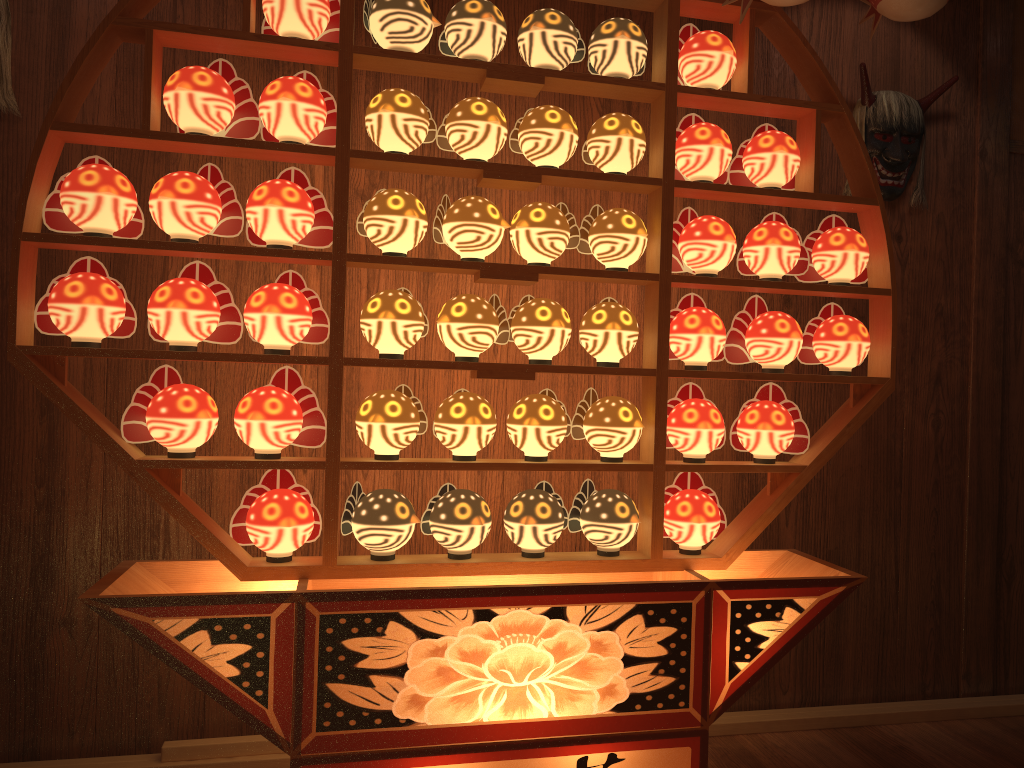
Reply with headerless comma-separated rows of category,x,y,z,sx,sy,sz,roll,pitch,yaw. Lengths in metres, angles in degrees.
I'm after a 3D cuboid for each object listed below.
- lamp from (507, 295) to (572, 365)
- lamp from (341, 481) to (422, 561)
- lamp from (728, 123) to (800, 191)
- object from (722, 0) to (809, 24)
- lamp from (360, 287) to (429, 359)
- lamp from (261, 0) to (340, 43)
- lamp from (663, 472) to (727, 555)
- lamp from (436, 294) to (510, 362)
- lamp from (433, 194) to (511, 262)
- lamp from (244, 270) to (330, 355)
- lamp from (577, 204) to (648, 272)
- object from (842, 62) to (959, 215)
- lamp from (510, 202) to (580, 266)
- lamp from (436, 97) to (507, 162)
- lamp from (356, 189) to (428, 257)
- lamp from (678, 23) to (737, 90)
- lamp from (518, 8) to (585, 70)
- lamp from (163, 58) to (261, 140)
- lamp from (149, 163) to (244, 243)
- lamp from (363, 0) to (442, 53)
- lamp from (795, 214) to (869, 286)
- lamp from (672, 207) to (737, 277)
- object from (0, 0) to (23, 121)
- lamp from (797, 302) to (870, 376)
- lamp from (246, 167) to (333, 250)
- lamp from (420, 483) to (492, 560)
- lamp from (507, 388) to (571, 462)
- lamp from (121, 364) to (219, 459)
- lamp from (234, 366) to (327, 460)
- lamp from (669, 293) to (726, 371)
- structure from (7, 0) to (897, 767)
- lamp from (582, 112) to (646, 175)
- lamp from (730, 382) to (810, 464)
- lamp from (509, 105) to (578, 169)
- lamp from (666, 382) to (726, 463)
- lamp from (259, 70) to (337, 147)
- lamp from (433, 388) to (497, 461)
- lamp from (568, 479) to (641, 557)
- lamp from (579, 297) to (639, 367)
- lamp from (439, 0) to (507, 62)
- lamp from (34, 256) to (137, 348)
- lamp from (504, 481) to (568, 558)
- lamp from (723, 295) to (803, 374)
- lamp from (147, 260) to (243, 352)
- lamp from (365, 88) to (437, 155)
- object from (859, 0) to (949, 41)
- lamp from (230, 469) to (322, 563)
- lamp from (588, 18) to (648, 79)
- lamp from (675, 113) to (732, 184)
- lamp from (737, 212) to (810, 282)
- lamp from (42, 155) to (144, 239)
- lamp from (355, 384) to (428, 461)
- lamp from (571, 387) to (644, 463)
lamp,0.071,-0.127,2.023,0.143,0.167,0.152,2,0,-27
lamp,-0.274,0.302,1.944,0.154,0.167,0.142,2,0,18
lamp,0.637,-0.564,2.163,0.189,0.195,0.157,2,0,2
object,0.593,-0.973,1.904,0.249,0.314,0.352,2,0,-35
lamp,-0.265,-0.137,1.939,0.138,0.167,0.158,2,0,8
lamp,-0.461,-0.821,1.884,0.200,0.200,0.157,2,0,2
lamp,0.432,0.309,2.121,0.194,0.197,0.157,2,0,2
lamp,-0.106,-0.129,1.986,0.162,0.161,0.134,2,0,-37
lamp,-0.078,-0.349,1.989,0.154,0.161,0.142,2,0,18
lamp,-0.499,-0.157,1.879,0.182,0.192,0.157,2,0,2
lamp,0.254,-0.344,2.071,0.144,0.173,0.151,2,0,-42
object,1.242,-0.767,2.845,0.369,0.453,0.135,2,0,-14
lamp,0.058,-0.348,2.030,0.134,0.167,0.162,2,0,43
lamp,-0.076,-0.569,1.984,0.144,0.161,0.152,2,0,-32
lamp,-0.252,-0.357,1.937,0.144,0.167,0.152,2,0,-32
lamp,0.474,-0.792,2.120,0.206,0.200,0.152,2,0,-28
lamp,0.078,-0.788,2.026,0.135,0.167,0.161,2,0,28
lamp,-0.654,-0.607,1.839,0.197,0.200,0.159,2,0,12
lamp,-0.682,-0.383,1.834,0.177,0.191,0.160,2,0,17
lamp,-0.235,-0.798,1.953,0.156,0.167,0.139,2,0,3
lamp,0.824,-0.340,2.212,0.200,0.200,0.157,2,0,2
lamp,0.476,-0.344,2.125,0.195,0.187,0.152,2,0,-33
object,-1.407,-0.878,2.175,0.369,0.453,0.135,2,0,-14
lamp,0.828,-0.116,2.214,0.183,0.192,0.156,2,0,-3
lamp,-0.494,-0.381,1.878,0.200,0.200,0.157,2,0,2
lamp,-0.111,0.310,1.981,0.144,0.161,0.152,2,0,-32
lamp,0.055,0.093,2.023,0.136,0.167,0.160,2,0,18
lamp,-0.680,0.057,1.840,0.152,0.194,0.192,2,0,38
lamp,-0.519,0.059,1.874,0.197,0.200,0.159,2,0,12
lamp,0.445,-0.129,2.117,0.190,0.195,0.156,2,0,-3
structure,-0.020,-0.059,2.003,1.993,2.195,0.482,2,0,-14
lamp,0.245,-0.565,2.063,0.141,0.173,0.155,2,0,-7
lamp,0.620,0.094,2.165,0.195,0.200,0.161,2,0,22
lamp,0.088,-0.567,2.025,0.144,0.167,0.152,2,0,-32
lamp,0.442,0.092,2.118,0.187,0.194,0.156,2,0,-3
lamp,-0.469,-0.599,1.883,0.189,0.195,0.157,2,0,2
lamp,-0.103,0.091,1.980,0.141,0.161,0.154,2,0,-12
lamp,0.235,0.315,2.072,0.151,0.173,0.144,2,0,43
lamp,0.226,-0.125,2.062,0.139,0.173,0.157,2,0,3
lamp,-0.078,-0.790,1.980,0.143,0.161,0.153,2,0,-22
lamp,-0.858,-0.170,1.788,0.195,0.195,0.152,2,0,-28
lamp,0.048,0.312,2.023,0.136,0.167,0.160,2,0,18
lamp,0.649,-0.125,2.169,0.206,0.200,0.152,2,0,-28
lamp,-0.682,-0.167,1.832,0.201,0.200,0.156,2,0,-3
lamp,-0.256,-0.578,1.940,0.136,0.167,0.160,2,0,18
object,0.901,-0.976,1.982,0.232,0.318,0.359,2,0,-17
lamp,-0.493,0.280,1.886,0.199,0.197,0.153,2,0,-23
lamp,0.247,-0.786,2.063,0.139,0.173,0.157,2,0,3
lamp,0.461,-0.572,2.118,0.203,0.200,0.154,2,0,-13
lamp,0.636,-0.342,2.167,0.177,0.191,0.160,2,0,17
lamp,-0.836,-0.385,1.793,0.195,0.187,0.152,2,0,-33
lamp,-0.277,0.083,1.940,0.136,0.167,0.160,2,0,18
lamp,0.243,0.096,2.070,0.151,0.173,0.144,2,0,43
